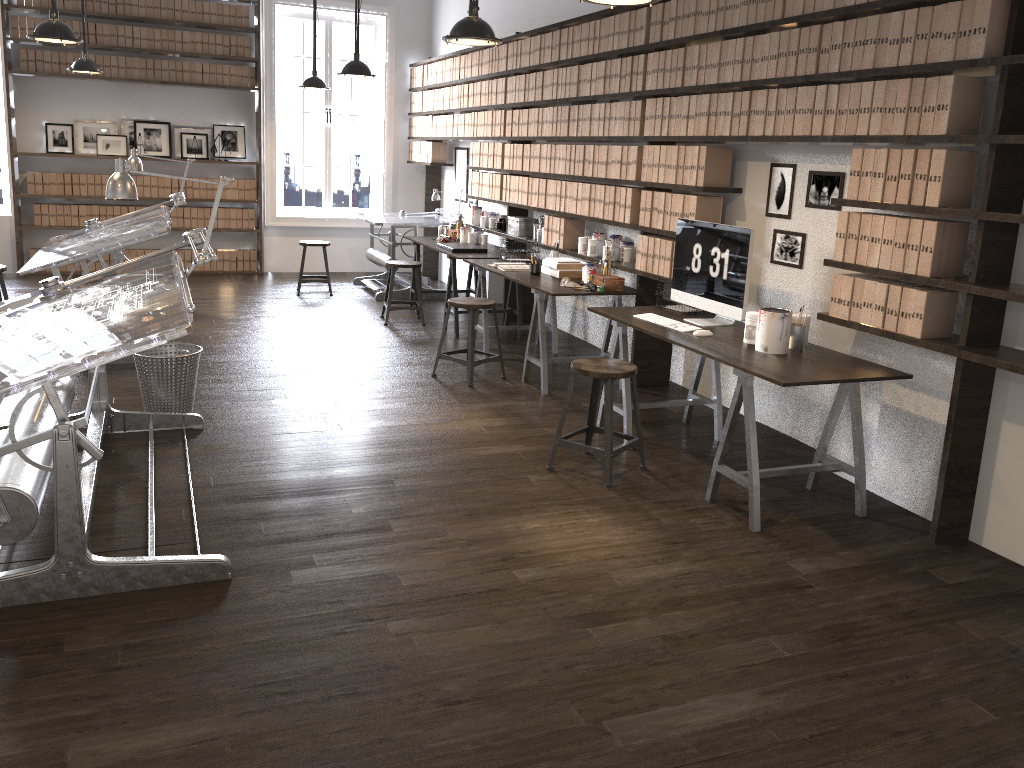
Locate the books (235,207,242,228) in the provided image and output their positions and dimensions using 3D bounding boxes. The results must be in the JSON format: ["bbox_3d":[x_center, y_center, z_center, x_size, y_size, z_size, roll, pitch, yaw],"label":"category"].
[{"bbox_3d":[-3.117,-1.893,10.093,0.067,0.223,0.176,-2,14,-22],"label":"books"}]

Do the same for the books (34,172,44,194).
[{"bbox_3d":[-4.950,-2.102,9.279,0.067,0.223,0.176,-2,14,-22],"label":"books"}]

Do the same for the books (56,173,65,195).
[{"bbox_3d":[-4.766,-2.114,9.360,0.067,0.223,0.176,-2,14,-22],"label":"books"}]

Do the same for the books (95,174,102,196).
[{"bbox_3d":[-4.430,-2.132,9.495,0.067,0.223,0.176,-2,14,-22],"label":"books"}]

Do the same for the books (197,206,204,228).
[{"bbox_3d":[-3.498,-1.873,9.942,0.067,0.223,0.176,-2,14,-22],"label":"books"}]

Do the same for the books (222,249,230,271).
[{"bbox_3d":[-3.272,-1.418,10.133,0.067,0.223,0.176,-2,14,-22],"label":"books"}]

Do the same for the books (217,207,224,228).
[{"bbox_3d":[-3.299,-1.882,10.017,0.067,0.223,0.176,-2,14,-22],"label":"books"}]

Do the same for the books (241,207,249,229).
[{"bbox_3d":[-3.052,-1.897,10.120,0.067,0.223,0.176,-2,14,-22],"label":"books"}]

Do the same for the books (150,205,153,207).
[{"bbox_3d":[-3.953,-1.847,9.755,0.067,0.223,0.176,-2,14,-22],"label":"books"}]

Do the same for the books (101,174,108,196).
[{"bbox_3d":[-4.366,-2.134,9.514,0.067,0.223,0.176,-2,14,-22],"label":"books"}]

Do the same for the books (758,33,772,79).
[{"bbox_3d":[1.329,-1.622,4.414,0.174,0.223,0.067,-2,13,-22],"label":"books"}]

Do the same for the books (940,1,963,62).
[{"bbox_3d":[1.744,-1.338,3.393,0.174,0.223,0.067,-2,13,-22],"label":"books"}]

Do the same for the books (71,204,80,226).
[{"bbox_3d":[-4.666,-1.807,9.466,0.067,0.223,0.176,-2,14,-22],"label":"books"}]

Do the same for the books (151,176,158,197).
[{"bbox_3d":[-3.916,-2.159,9.695,0.067,0.223,0.176,-2,14,-22],"label":"books"}]

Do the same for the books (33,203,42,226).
[{"bbox_3d":[-4.994,-1.789,9.333,0.067,0.223,0.176,-2,14,-22],"label":"books"}]

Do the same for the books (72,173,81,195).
[{"bbox_3d":[-4.628,-2.122,9.416,0.067,0.223,0.176,-2,14,-22],"label":"books"}]

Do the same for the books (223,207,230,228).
[{"bbox_3d":[-3.241,-1.886,10.042,0.067,0.223,0.176,-2,14,-22],"label":"books"}]

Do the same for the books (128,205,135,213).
[{"bbox_3d":[-4.149,-1.835,9.674,0.067,0.223,0.176,-2,14,-22],"label":"books"}]

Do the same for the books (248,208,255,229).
[{"bbox_3d":[-2.985,-1.899,10.142,0.067,0.223,0.176,-2,14,-22],"label":"books"}]

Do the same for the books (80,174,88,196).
[{"bbox_3d":[-4.560,-2.124,9.438,0.067,0.223,0.176,-2,14,-22],"label":"books"}]

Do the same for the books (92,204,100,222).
[{"bbox_3d":[-4.478,-1.817,9.541,0.067,0.223,0.176,-2,14,-22],"label":"books"}]

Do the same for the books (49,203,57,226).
[{"bbox_3d":[-4.861,-1.797,9.390,0.067,0.223,0.176,-2,14,-22],"label":"books"}]

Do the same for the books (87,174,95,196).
[{"bbox_3d":[-4.496,-2.129,9.468,0.067,0.223,0.176,-2,14,-22],"label":"books"}]

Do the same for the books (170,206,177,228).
[{"bbox_3d":[-3.754,-1.858,9.835,0.067,0.223,0.176,-2,14,-22],"label":"books"}]

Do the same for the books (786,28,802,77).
[{"bbox_3d":[1.407,-1.569,4.226,0.174,0.223,0.067,-2,13,-22],"label":"books"}]

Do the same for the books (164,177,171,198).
[{"bbox_3d":[-3.792,-2.167,9.749,0.067,0.223,0.176,-2,14,-22],"label":"books"}]

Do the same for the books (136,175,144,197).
[{"bbox_3d":[-4.051,-2.153,9.648,0.067,0.223,0.176,-2,14,-22],"label":"books"}]

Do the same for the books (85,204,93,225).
[{"bbox_3d":[-4.542,-1.815,9.520,0.067,0.223,0.176,-2,14,-22],"label":"books"}]

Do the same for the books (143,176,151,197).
[{"bbox_3d":[-3.985,-2.156,9.671,0.067,0.223,0.176,-2,14,-22],"label":"books"}]

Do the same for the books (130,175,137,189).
[{"bbox_3d":[-4.115,-2.149,9.621,0.067,0.223,0.176,-2,14,-22],"label":"books"}]

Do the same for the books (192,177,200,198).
[{"bbox_3d":[-3.517,-2.181,9.857,0.067,0.223,0.176,-2,14,-22],"label":"books"}]

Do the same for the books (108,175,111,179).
[{"bbox_3d":[-4.306,-2.139,9.544,0.067,0.223,0.176,-2,14,-22],"label":"books"}]

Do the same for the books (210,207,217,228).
[{"bbox_3d":[-3.366,-1.878,9.989,0.067,0.223,0.176,-2,14,-22],"label":"books"}]

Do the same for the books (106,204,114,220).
[{"bbox_3d":[-4.352,-1.826,9.597,0.067,0.223,0.176,-2,14,-22],"label":"books"}]

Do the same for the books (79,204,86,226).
[{"bbox_3d":[-4.599,-1.811,9.495,0.067,0.223,0.176,-2,14,-22],"label":"books"}]

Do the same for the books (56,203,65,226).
[{"bbox_3d":[-4.798,-1.801,9.419,0.067,0.223,0.176,-2,14,-22],"label":"books"}]

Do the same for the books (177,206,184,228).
[{"bbox_3d":[-3.694,-1.860,9.855,0.067,0.223,0.176,-2,14,-22],"label":"books"}]

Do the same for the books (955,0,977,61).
[{"bbox_3d":[1.773,-1.321,3.335,0.174,0.223,0.067,-2,13,-22],"label":"books"}]

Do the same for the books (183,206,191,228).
[{"bbox_3d":[-3.627,-1.864,9.882,0.067,0.223,0.176,-2,14,-22],"label":"books"}]

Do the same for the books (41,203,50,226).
[{"bbox_3d":[-4.927,-1.792,9.360,0.067,0.223,0.176,-2,14,-22],"label":"books"}]

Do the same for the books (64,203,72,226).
[{"bbox_3d":[-4.732,-1.805,9.444,0.067,0.223,0.176,-2,14,-22],"label":"books"}]

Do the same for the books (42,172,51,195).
[{"bbox_3d":[-4.883,-2.106,9.306,0.067,0.223,0.176,-2,14,-22],"label":"books"}]

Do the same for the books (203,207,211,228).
[{"bbox_3d":[-3.432,-1.876,9.966,0.067,0.223,0.176,-2,14,-22],"label":"books"}]

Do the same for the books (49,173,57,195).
[{"bbox_3d":[-4.826,-2.110,9.334,0.067,0.223,0.176,-2,14,-22],"label":"books"}]

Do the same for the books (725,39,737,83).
[{"bbox_3d":[1.224,-1.693,4.669,0.174,0.223,0.067,-2,13,-22],"label":"books"}]

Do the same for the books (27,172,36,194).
[{"bbox_3d":[-5.019,-2.099,9.255,0.067,0.223,0.176,-2,14,-22],"label":"books"}]

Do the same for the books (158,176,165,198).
[{"bbox_3d":[-3.849,-2.162,9.722,0.067,0.223,0.176,-2,14,-22],"label":"books"}]

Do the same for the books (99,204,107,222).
[{"bbox_3d":[-4.418,-1.822,9.571,0.067,0.223,0.176,-2,14,-22],"label":"books"}]

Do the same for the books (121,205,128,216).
[{"bbox_3d":[-4.220,-1.833,9.651,0.067,0.223,0.176,-2,14,-22],"label":"books"}]

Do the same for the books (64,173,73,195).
[{"bbox_3d":[-4.696,-2.117,9.383,0.067,0.223,0.176,-2,14,-22],"label":"books"}]

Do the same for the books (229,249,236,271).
[{"bbox_3d":[-3.208,-1.423,10.164,0.067,0.223,0.176,-2,14,-22],"label":"books"}]

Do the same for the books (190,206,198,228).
[{"bbox_3d":[-3.561,-1.868,9.912,0.067,0.223,0.176,-2,14,-22],"label":"books"}]

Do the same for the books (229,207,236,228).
[{"bbox_3d":[-3.178,-1.888,10.063,0.067,0.223,0.176,-2,14,-22],"label":"books"}]

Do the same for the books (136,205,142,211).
[{"bbox_3d":[-4.082,-1.841,9.706,0.067,0.223,0.176,-2,14,-22],"label":"books"}]

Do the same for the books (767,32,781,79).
[{"bbox_3d":[1.353,-1.603,4.347,0.174,0.223,0.067,-2,13,-22],"label":"books"}]

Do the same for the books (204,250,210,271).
[{"bbox_3d":[-3.465,-1.407,10.054,0.067,0.223,0.176,-2,14,-22],"label":"books"}]
